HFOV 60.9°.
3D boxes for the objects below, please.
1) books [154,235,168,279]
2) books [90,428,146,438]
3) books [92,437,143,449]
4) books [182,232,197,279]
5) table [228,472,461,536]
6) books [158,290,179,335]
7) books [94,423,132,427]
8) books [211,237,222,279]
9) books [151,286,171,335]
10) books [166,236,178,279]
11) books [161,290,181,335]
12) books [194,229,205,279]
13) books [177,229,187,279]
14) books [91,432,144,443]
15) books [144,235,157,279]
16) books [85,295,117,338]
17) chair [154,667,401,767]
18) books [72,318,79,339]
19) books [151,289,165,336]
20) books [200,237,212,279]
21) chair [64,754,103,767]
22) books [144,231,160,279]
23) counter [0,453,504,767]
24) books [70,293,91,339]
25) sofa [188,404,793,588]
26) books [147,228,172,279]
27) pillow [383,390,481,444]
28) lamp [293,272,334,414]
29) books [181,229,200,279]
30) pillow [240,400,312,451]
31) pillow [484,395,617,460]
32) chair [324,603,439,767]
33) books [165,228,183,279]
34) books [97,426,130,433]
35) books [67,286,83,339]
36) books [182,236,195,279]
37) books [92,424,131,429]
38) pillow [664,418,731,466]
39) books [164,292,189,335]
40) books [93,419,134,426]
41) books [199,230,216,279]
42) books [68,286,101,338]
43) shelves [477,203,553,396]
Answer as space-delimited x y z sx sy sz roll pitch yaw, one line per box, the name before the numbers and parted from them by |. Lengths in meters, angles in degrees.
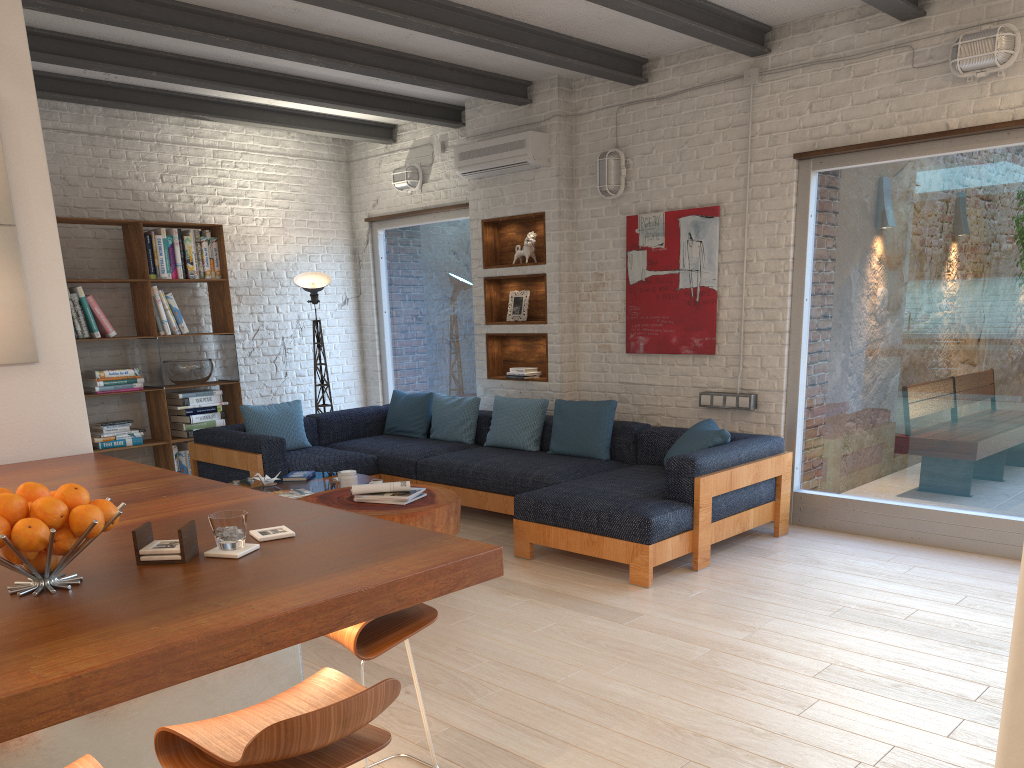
books | -2.815 -0.990 6.864 0.251 0.342 0.054 9 18 42
books | -3.125 0.383 6.865 0.242 0.019 0.371 2 6 37
books | -3.120 0.456 6.889 0.322 0.057 0.250 -6 7 -35
books | -2.638 -1.026 7.046 0.268 0.372 0.020 9 18 42
table | -1.125 0.862 5.275 1.059 0.462 1.801 -7 8 -40
books | -2.807 -0.568 6.981 0.268 0.361 0.121 9 17 43
books | -3.144 0.315 6.863 0.154 0.008 0.238 3 7 45
books | -2.504 -1.030 7.205 0.251 0.342 0.054 9 18 42
books | -2.838 -0.580 6.933 0.240 0.397 0.101 10 18 42
books | -2.763 -0.998 6.941 0.251 0.342 0.054 9 18 42
books | -2.799 -0.570 7.002 0.268 0.361 0.121 9 17 43
books | -2.593 -1.045 7.088 0.240 0.397 0.035 9 18 42
books | -2.698 -1.032 6.984 0.240 0.397 0.035 9 18 42
books | -3.142 0.411 6.868 0.241 0.038 0.372 3 7 45
books | -2.883 -0.984 6.823 0.251 0.342 0.054 9 18 42
books | -3.179 -0.513 6.643 0.251 0.330 0.190 9 16 43
chair | -0.444 0.978 1.864 0.415 0.803 0.395 10 18 43
books | -3.331 -0.525 6.460 0.240 0.398 0.089 9 18 42
books | -2.881 -0.579 6.923 0.240 0.398 0.099 10 18 42
books | -2.556 -1.021 7.123 0.251 0.342 0.054 9 18 42
chair | -0.819 1.023 1.495 0.415 0.803 0.395 10 18 43
books | -2.855 -1.001 6.845 0.268 0.372 0.020 9 18 42
counter | -1.489 0.878 2.478 2.464 0.953 1.652 4 10 44
books | -3.288 -0.509 6.545 0.251 0.346 0.100 9 17 42
sofa | -0.364 0.645 6.174 3.899 0.684 2.039 3 8 44
books | -2.786 -1.021 6.891 0.240 0.397 0.035 9 18 42
pillow | -0.692 0.275 7.374 1.093 0.414 0.237 4 13 42
lamp | -1.494 -0.075 7.908 0.868 1.913 0.485 2 15 16
books | -2.628 -1.042 7.072 0.240 0.397 0.035 9 18 42
pillow | -1.869 0.344 6.916 0.220 0.423 0.544 10 15 43
pillow | 0.267 0.303 6.442 1.196 0.432 0.248 4 13 43
chair | -0.408 0.907 2.645 0.398 0.803 0.413 11 18 43
books | -2.717 -1.029 6.952 0.240 0.397 0.035 9 18 42
books | -3.144 0.356 6.873 0.131 0.035 0.202 4 8 45
books | -3.311 -0.529 6.491 0.240 0.398 0.089 9 18 42
books | -2.654 -1.008 7.013 0.251 0.342 0.054 9 18 42
books | -3.153 0.329 6.866 0.169 0.019 0.231 2 7 38
pillow | 1.159 0.413 5.472 0.377 0.339 0.545 -1 8 4
books | -2.754 -0.565 7.028 0.251 0.341 0.154 9 17 43
books | -3.133 0.303 6.852 0.160 0.018 0.247 3 7 45
books | -2.528 -1.053 7.153 0.240 0.397 0.035 9 18 42
books | -3.228 -0.536 6.556 0.240 0.395 0.118 10 18 42
shelves | 0.086 -0.645 6.963 0.757 1.479 0.187 10 19 42
